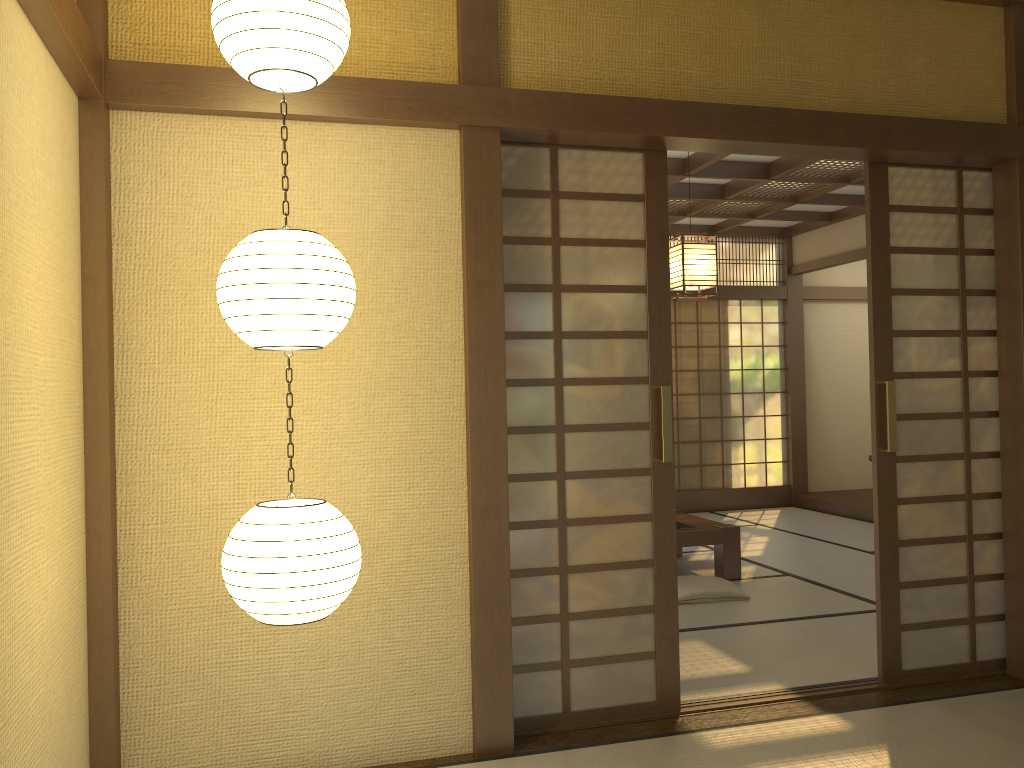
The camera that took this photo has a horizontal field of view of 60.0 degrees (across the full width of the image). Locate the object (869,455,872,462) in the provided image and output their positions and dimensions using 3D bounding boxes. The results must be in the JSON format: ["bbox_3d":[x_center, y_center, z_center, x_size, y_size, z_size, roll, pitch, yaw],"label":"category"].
[{"bbox_3d":[3.911,0.795,8.557,0.100,0.144,1.369,-1,-1,-14],"label":"object"}]

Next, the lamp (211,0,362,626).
[{"bbox_3d":[-0.606,-0.528,2.371,0.363,2.297,0.363,-1,-1,-15],"label":"lamp"}]

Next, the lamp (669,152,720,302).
[{"bbox_3d":[1.040,-1.042,5.181,0.240,1.129,0.240,-1,-1,-15],"label":"lamp"}]

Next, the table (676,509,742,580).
[{"bbox_3d":[0.911,1.142,6.256,1.000,0.350,1.000,-1,-1,-15],"label":"table"}]

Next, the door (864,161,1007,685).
[{"bbox_3d":[2.140,0.134,3.927,1.230,2.265,0.076,-1,-1,-15],"label":"door"}]

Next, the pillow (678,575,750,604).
[{"bbox_3d":[1.144,1.267,5.508,0.486,0.107,0.496,-1,-1,-12],"label":"pillow"}]

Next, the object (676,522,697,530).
[{"bbox_3d":[1.006,0.969,6.013,0.400,0.007,0.300,-1,-1,-15],"label":"object"}]

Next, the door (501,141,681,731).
[{"bbox_3d":[0.053,0.175,3.353,1.230,2.265,0.076,-1,-1,-15],"label":"door"}]
